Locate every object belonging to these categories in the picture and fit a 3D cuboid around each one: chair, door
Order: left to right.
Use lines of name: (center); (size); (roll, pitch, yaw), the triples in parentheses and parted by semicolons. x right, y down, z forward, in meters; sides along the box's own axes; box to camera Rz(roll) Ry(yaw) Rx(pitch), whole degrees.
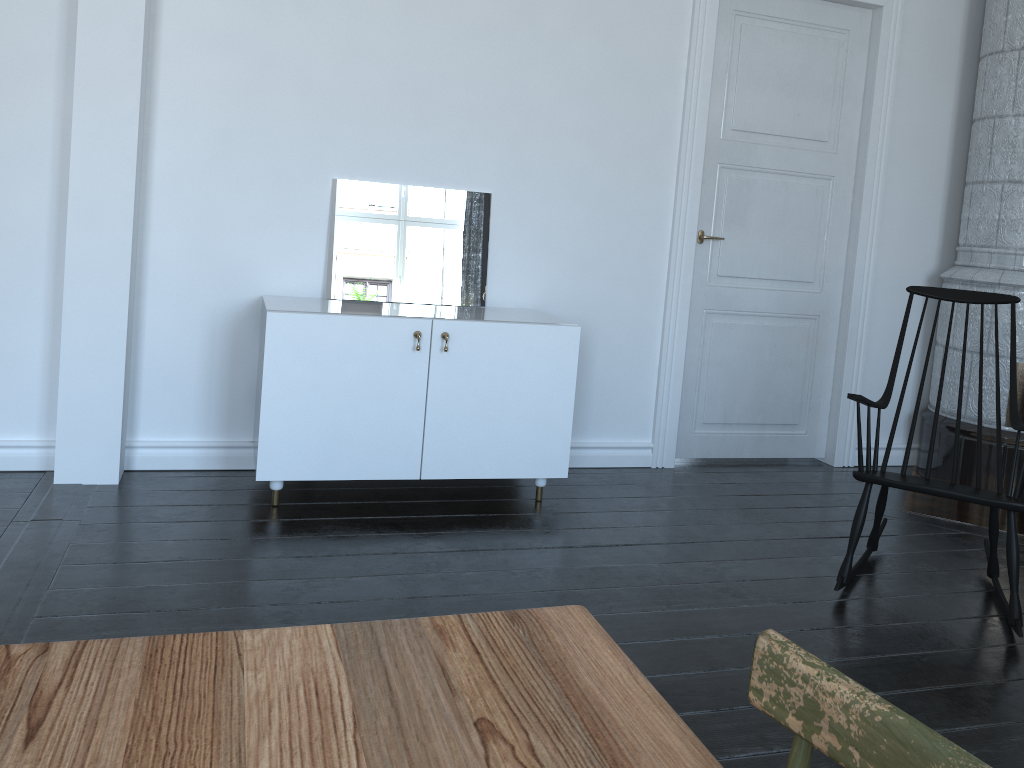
chair: (0.061, 0.634, 0.412); (0.484, 0.820, 0.473); (3, 6, -19)
door: (1.313, -0.814, 4.389); (1.167, 2.454, 0.117); (3, 4, -18)
chair: (1.503, 0.184, 3.057); (0.616, 0.996, 0.910); (8, 7, 27)

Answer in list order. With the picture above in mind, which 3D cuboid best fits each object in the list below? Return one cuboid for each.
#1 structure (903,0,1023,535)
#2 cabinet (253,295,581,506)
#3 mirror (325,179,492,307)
structure: (2.473, -0.887, 4.169); (0.782, 2.866, 1.274); (7, 5, 27)
cabinet: (-0.403, 0.067, 3.563); (1.198, 0.729, 0.598); (2, 7, -18)
mirror: (-0.436, -0.601, 3.794); (0.694, 0.498, 0.054); (2, 4, -18)
